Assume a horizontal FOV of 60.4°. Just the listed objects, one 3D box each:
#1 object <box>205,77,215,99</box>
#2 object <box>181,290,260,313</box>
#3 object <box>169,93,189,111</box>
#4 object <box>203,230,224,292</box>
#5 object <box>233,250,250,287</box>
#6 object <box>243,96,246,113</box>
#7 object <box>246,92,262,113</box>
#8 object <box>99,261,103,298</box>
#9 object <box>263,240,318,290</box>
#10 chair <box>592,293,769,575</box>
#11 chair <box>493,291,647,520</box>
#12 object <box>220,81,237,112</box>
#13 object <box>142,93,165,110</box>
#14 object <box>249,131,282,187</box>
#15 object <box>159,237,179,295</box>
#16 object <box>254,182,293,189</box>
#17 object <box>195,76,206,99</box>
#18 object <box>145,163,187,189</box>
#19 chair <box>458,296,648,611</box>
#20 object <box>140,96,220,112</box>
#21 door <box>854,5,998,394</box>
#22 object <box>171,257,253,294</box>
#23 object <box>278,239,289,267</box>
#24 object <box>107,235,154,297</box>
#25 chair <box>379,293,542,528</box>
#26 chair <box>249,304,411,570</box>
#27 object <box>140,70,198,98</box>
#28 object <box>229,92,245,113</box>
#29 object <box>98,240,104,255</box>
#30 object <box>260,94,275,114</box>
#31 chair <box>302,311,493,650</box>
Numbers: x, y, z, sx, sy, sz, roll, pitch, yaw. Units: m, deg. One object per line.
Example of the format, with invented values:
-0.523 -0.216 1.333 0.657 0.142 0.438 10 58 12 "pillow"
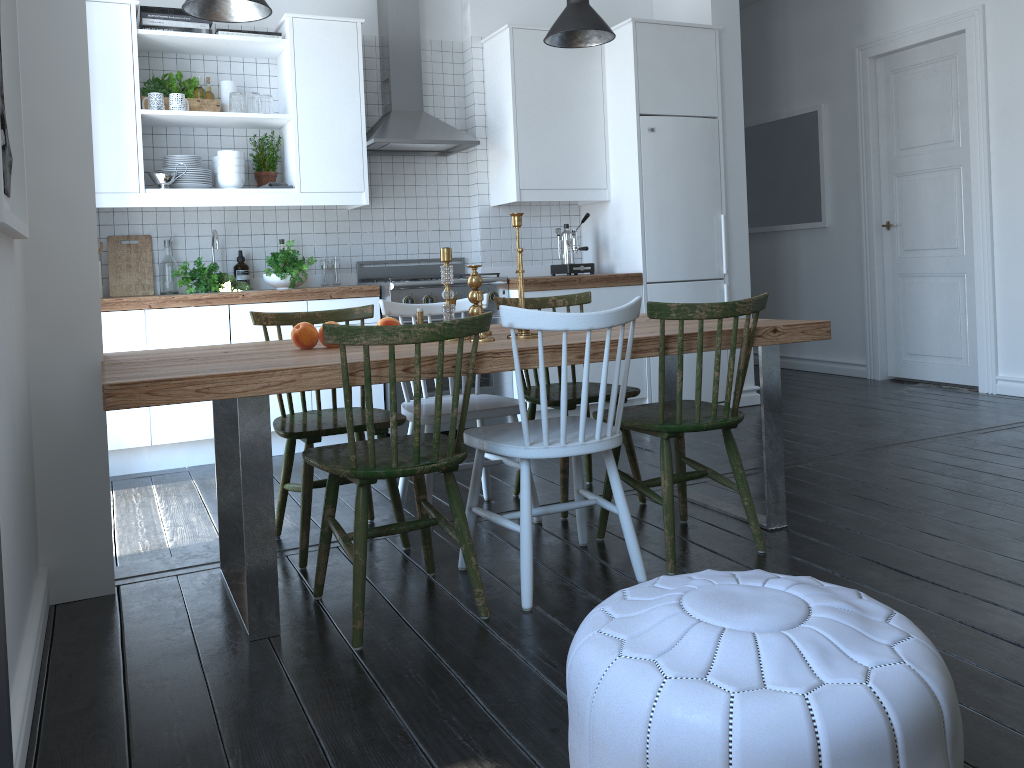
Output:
-1.676 -1.581 4.876 0.056 0.233 0.056 -3 1 -22 "object"
-1.560 -0.438 4.709 0.373 0.111 0.355 -6 8 -25 "object"
-1.742 -1.467 4.621 0.109 0.100 0.083 -6 5 -36 "object"
-1.606 -0.672 4.850 0.274 0.352 0.190 0 4 41 "object"
-1.529 -0.641 4.975 0.085 0.230 0.085 -2 2 30 "object"
-1.434 -1.518 4.830 0.086 0.119 0.086 0 4 34 "object"
-1.394 -1.509 4.749 0.086 0.119 0.086 -3 3 -2 "object"
-2.144 -0.527 4.397 0.174 0.207 0.174 -4 4 -20 "object"
-1.232 -0.653 4.816 0.273 0.268 0.339 -5 6 -35 "object"
0.547 0.125 2.880 0.469 0.825 0.486 -4 3 -26 "chair"
0.232 0.050 3.555 0.469 0.825 0.486 -4 3 -26 "chair"
-1.578 -1.573 4.912 0.085 0.221 0.085 -3 2 -18 "object"
-1.860 -1.457 4.583 0.108 0.100 0.083 0 5 34 "object"
-1.392 -1.262 4.999 0.165 0.365 0.171 -2 2 12 "object"
-1.880 -0.648 4.816 0.098 0.317 0.098 -3 2 -25 "object"
-1.338 -1.086 4.876 0.247 0.042 0.278 -7 9 -32 "object"
-1.703 -1.568 4.815 0.060 0.224 0.060 -4 2 -42 "object"
-1.787 -1.071 4.553 0.210 0.134 0.102 -4 3 -13 "object"
0.127 0.167 2.642 0.467 0.840 0.511 -4 3 -25 "chair"
-1.800 -1.488 4.783 0.394 0.103 0.154 -6 6 -25 "object"
2.853 -1.224 6.077 0.116 2.468 1.042 -3 2 -25 "door"
-1.562 -0.518 4.637 0.283 0.306 0.472 0 6 38 "object"
-1.309 -0.686 5.032 0.066 0.282 0.066 -3 1 -30 "object"
-2.063 -0.640 4.764 0.221 0.329 0.041 -4 1 -25 "object"
-0.220 0.087 3.362 0.467 0.840 0.511 -4 3 -25 "chair"
-0.639 0.145 3.124 0.469 0.825 0.486 -4 3 -26 "chair"
-1.872 -1.567 4.751 0.349 0.253 0.164 -6 4 -35 "object"
-1.478 -1.503 4.726 0.086 0.119 0.086 -3 3 -2 "object"
-2.132 -0.581 4.445 0.056 0.295 0.131 -2 2 44 "object"
-1.347 -1.522 4.830 0.086 0.119 0.086 0 4 34 "object"
-0.324 0.221 2.449 0.469 0.825 0.486 -4 3 -26 "chair"
